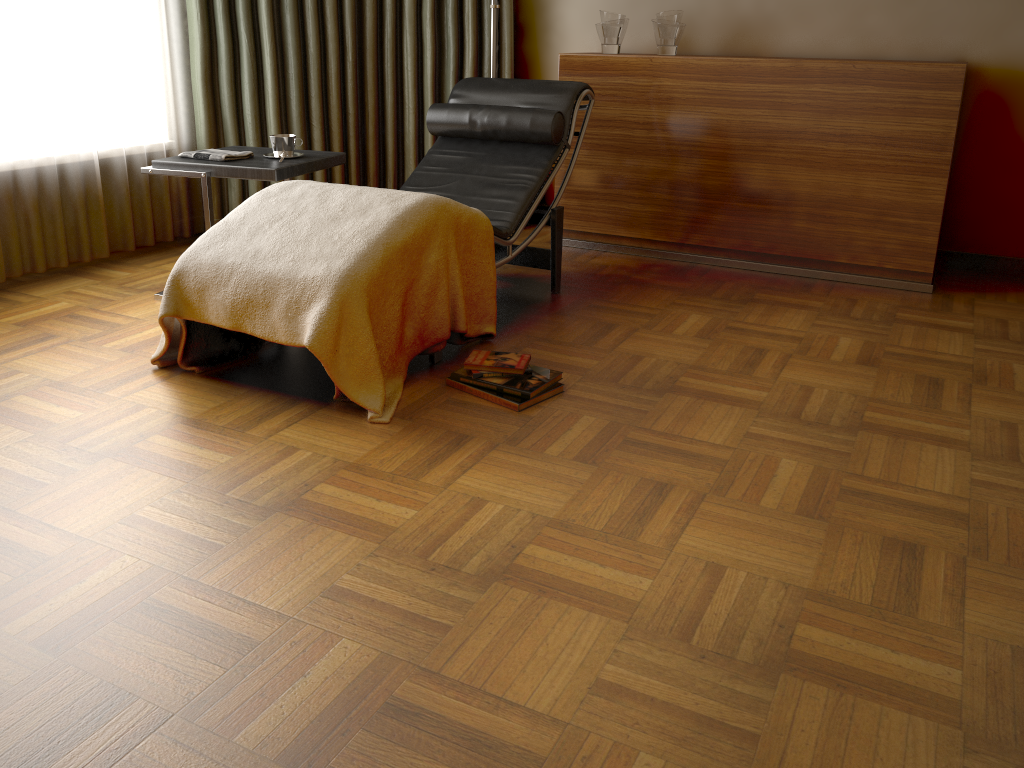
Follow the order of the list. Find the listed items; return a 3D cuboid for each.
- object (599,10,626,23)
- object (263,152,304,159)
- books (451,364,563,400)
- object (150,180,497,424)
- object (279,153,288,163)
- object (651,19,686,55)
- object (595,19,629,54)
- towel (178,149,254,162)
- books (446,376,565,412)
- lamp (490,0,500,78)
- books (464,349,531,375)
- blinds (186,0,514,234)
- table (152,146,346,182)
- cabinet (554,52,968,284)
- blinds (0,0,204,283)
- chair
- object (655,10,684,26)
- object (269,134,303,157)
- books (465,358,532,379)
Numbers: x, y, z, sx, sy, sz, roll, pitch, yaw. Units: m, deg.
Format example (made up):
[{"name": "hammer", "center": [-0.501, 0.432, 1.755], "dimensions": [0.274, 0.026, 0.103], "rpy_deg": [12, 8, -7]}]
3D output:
[{"name": "object", "center": [0.459, -1.637, 4.054], "dimensions": [0.122, 0.146, 0.126], "rpy_deg": [4, 19, 8]}, {"name": "object", "center": [-0.858, -0.858, 3.321], "dimensions": [0.151, 0.009, 0.153], "rpy_deg": [14, 25, 30]}, {"name": "books", "center": [-0.014, -0.023, 2.544], "dimensions": [0.267, 0.019, 0.193], "rpy_deg": [14, 25, 29]}, {"name": "object", "center": [-0.558, -0.335, 2.728], "dimensions": [0.923, 0.507, 0.928], "rpy_deg": [11, 23, 25]}, {"name": "object", "center": [-0.839, -0.826, 3.223], "dimensions": [0.029, 0.019, 0.127], "rpy_deg": [0, 21, -4]}, {"name": "object", "center": [0.697, -1.551, 3.950], "dimensions": [0.156, 0.150, 0.159], "rpy_deg": [7, 20, 16]}, {"name": "object", "center": [0.458, -1.601, 4.065], "dimensions": [0.156, 0.150, 0.159], "rpy_deg": [-5, 20, -15]}, {"name": "towel", "center": [-1.090, -0.850, 3.279], "dimensions": [0.242, 0.034, 0.182], "rpy_deg": [13, 24, 28]}, {"name": "books", "center": [-0.020, 0.002, 2.535], "dimensions": [0.284, 0.022, 0.203], "rpy_deg": [19, 28, 38]}, {"name": "lamp", "center": [-0.234, -1.255, 3.246], "dimensions": [0.455, 1.916, 1.442], "rpy_deg": [11, 21, 28]}, {"name": "books", "center": [-0.041, -0.065, 2.550], "dimensions": [0.173, 0.017, 0.127], "rpy_deg": [5, 22, 10]}, {"name": "blinds", "center": [-0.725, -1.914, 4.095], "dimensions": [1.535, 2.390, 0.230], "rpy_deg": [-5, 18, -18]}, {"name": "table", "center": [-0.978, -0.839, 3.339], "dimensions": [0.519, 0.044, 0.511], "rpy_deg": [8, 22, 17]}, {"name": "cabinet", "center": [1.045, -1.022, 3.972], "dimensions": [1.684, 0.840, 0.424], "rpy_deg": [11, 21, 25]}, {"name": "blinds", "center": [-1.957, -1.441, 3.004], "dimensions": [0.093, 2.231, 2.243], "rpy_deg": [9, 21, 25]}, {"name": "chair", "center": [-0.300, -0.644, 3.129], "dimensions": [0.639, 0.776, 1.827], "rpy_deg": [10, 23, 25]}, {"name": "object", "center": [0.698, -1.587, 3.938], "dimensions": [0.122, 0.146, 0.125], "rpy_deg": [3, 19, 6]}, {"name": "object", "center": [-0.854, -0.894, 3.316], "dimensions": [0.098, 0.076, 0.113], "rpy_deg": [11, 23, 26]}, {"name": "books", "center": [-0.040, -0.051, 2.562], "dimensions": [0.173, 0.017, 0.127], "rpy_deg": [-4, 22, -13]}]
